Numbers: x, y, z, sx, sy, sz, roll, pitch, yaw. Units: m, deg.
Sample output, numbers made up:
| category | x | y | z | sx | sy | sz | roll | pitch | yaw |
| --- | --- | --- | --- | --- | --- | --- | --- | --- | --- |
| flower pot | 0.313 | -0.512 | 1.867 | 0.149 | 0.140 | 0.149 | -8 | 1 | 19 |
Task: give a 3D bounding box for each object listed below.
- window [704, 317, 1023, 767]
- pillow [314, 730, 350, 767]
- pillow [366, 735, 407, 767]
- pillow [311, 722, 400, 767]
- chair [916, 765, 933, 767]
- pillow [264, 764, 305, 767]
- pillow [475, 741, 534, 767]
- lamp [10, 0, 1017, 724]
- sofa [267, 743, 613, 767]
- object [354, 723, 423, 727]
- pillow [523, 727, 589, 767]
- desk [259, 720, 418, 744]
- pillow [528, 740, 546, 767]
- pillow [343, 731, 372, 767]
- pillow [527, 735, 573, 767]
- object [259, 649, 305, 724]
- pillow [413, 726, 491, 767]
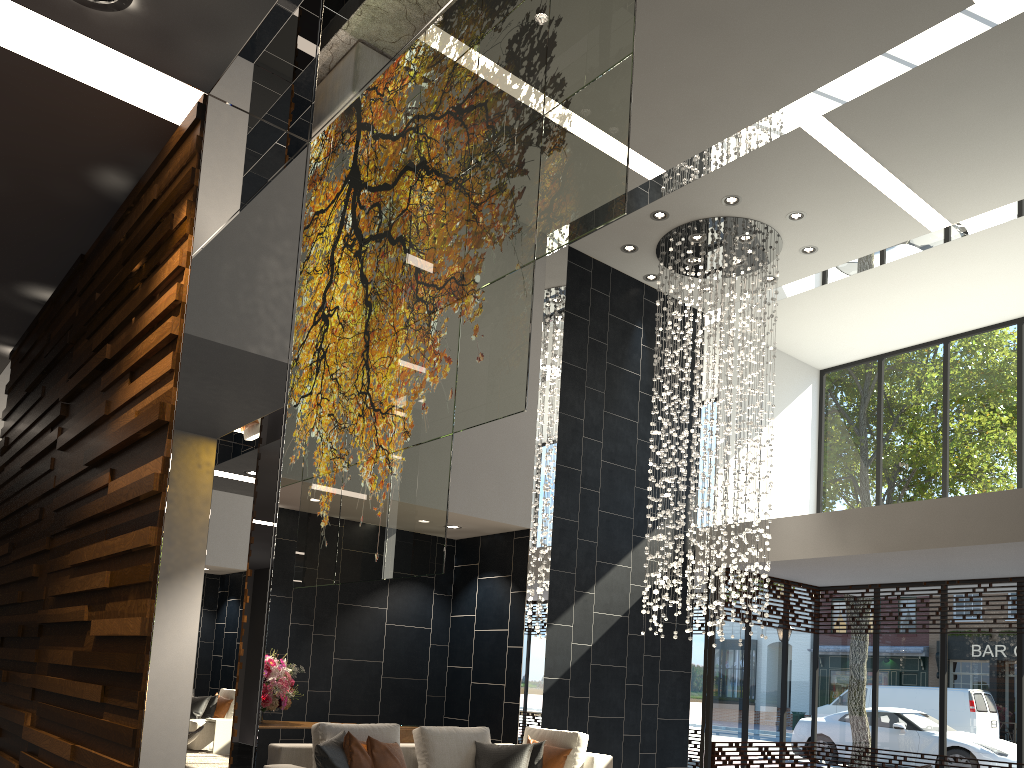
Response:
| category | x | y | z | sx | sy | sz | roll | pitch | yaw |
| --- | --- | --- | --- | --- | --- | --- | --- | --- | --- |
| window | 5.311 | 1.688 | 8.985 | 2.406 | 5.764 | 6.276 | 10 | -14 | -37 |
| pillow | -1.224 | 2.638 | 6.032 | 0.255 | 0.395 | 0.581 | 2 | -15 | 9 |
| pillow | -0.892 | 2.777 | 6.316 | 0.268 | 0.394 | 0.544 | 0 | -15 | 22 |
| pillow | -1.150 | 2.765 | 6.457 | 0.738 | 0.433 | 0.251 | 16 | -15 | -38 |
| chair | 2.026 | 2.666 | 5.081 | 0.788 | 0.892 | 0.704 | 0 | -12 | 19 |
| pillow | -1.449 | 2.685 | 5.855 | 0.247 | 0.145 | 0.636 | 17 | -23 | -41 |
| pillow | -0.087 | 3.040 | 6.896 | 0.504 | 0.350 | 0.312 | 1 | -12 | 10 |
| lamp | 1.101 | -43.764 | 7.736 | 401.383 | 109.265 | 417.123 | 8 | -19 | -12 |
| sofa | -0.514 | 3.142 | 6.574 | 2.925 | 0.654 | 1.320 | 18 | -22 | -37 |
| object | -1.170 | 3.358 | 8.481 | 0.723 | 0.025 | 0.249 | 14 | -21 | -27 |
| pillow | 0.337 | 3.144 | 7.289 | 0.223 | 0.438 | 0.729 | 10 | -16 | -36 |
| desk | -1.802 | 3.525 | 7.985 | 2.302 | 0.717 | 1.012 | 18 | -20 | -37 |
| pillow | 0.048 | 3.088 | 7.017 | 0.554 | 0.398 | 0.265 | -2 | -11 | 19 |
| pillow | -1.071 | 2.697 | 6.187 | 0.243 | 0.410 | 0.575 | 1 | -15 | 17 |
| pillow | 0.229 | 3.118 | 7.110 | 0.275 | 0.395 | 0.529 | 13 | -17 | -41 |
| object | -2.241 | 2.658 | 7.610 | 0.700 | 0.648 | 0.681 | -8 | -17 | 41 |
| pillow | -0.455 | 3.007 | 7.017 | 0.737 | 0.418 | 0.295 | 16 | -16 | -37 |
